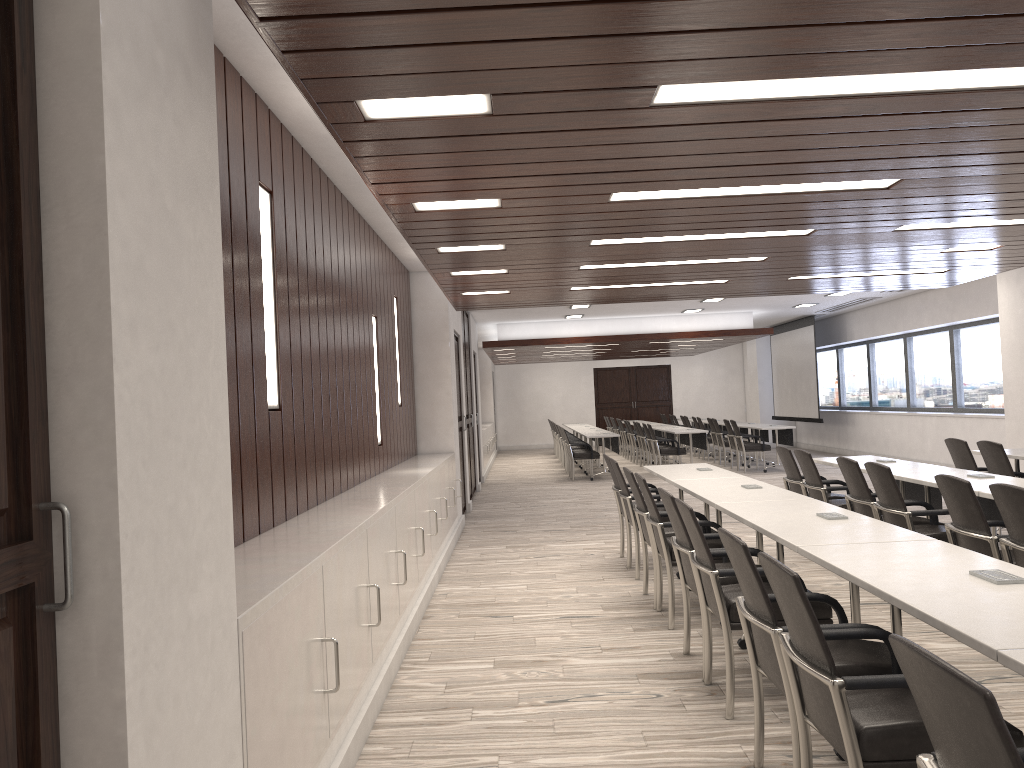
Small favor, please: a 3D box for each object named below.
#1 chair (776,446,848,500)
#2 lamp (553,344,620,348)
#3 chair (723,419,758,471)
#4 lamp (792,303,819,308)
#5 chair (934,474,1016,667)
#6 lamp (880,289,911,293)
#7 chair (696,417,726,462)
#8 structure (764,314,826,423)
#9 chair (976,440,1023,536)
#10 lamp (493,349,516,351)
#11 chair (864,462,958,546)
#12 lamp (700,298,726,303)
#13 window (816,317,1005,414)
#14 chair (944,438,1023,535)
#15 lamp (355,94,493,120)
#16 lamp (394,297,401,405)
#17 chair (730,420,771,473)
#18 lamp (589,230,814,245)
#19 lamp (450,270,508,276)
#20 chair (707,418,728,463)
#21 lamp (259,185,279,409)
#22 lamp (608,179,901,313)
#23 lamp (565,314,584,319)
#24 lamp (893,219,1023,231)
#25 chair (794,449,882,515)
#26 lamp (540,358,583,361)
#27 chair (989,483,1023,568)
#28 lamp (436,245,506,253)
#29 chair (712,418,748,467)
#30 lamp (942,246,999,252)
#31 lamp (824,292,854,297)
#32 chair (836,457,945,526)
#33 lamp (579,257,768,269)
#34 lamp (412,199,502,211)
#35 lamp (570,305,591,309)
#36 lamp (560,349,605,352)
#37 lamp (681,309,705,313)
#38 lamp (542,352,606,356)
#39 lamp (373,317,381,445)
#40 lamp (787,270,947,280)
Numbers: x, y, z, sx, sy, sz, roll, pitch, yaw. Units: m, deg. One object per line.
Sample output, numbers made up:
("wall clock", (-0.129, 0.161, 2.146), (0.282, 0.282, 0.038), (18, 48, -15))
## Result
("chair", (2.656, 0.991, 7.676), (0.638, 0.939, 0.513), (-3, -1, 0))
("lamp", (1.386, -0.773, 17.511), (1.496, 0.045, 0.236), (-3, -1, 1))
("chair", (4.228, 1.097, 16.237), (0.638, 0.939, 0.513), (-3, -1, 0))
("lamp", (5.285, -1.466, 15.974), (0.324, 0.120, 0.519), (-3, -1, 1))
("chair", (2.614, 0.929, 4.636), (0.638, 0.939, 0.513), (-3, -1, 1))
("lamp", (4.956, -1.383, 8.507), (1.499, 0.552, 12.001), (-3, -1, 17))
("chair", (4.254, 1.148, 18.752), (0.638, 0.939, 0.513), (-3, -1, 1))
("structure", (6.251, -0.335, 19.754), (0.438, 2.329, 3.550), (-3, -1, 1))
("chair", (4.153, 0.909, 7.136), (0.638, 0.939, 0.513), (-3, -1, 1))
("lamp", (-0.158, -0.700, 17.525), (0.464, 0.045, 0.236), (-3, -1, 1))
("chair", (2.625, 0.950, 5.623), (0.638, 0.939, 0.513), (-3, -1, 0))
("lamp", (3.239, -1.405, 14.282), (0.324, 0.120, 0.519), (-3, -1, 1))
("window", (7.286, -0.211, 16.235), (0.118, 1.419, 10.452), (-3, -1, 1))
("chair", (4.142, 0.921, 7.657), (0.638, 0.939, 0.513), (-3, -1, 1))
("lamp", (-0.304, -0.995, 3.112), (0.464, 0.045, 0.236), (-3, -1, 1))
("lamp", (-1.168, -0.317, 8.637), (0.094, 1.058, 0.236), (-3, -1, 1))
("chair", (4.223, 1.086, 15.715), (0.638, 0.939, 0.513), (-3, -1, 1))
("lamp", (1.269, -1.009, 5.957), (1.496, 0.045, 0.236), (-3, -1, 1))
("lamp", (-0.264, -0.914, 7.071), (0.464, 0.045, 0.236), (-3, -1, 1))
("chair", (4.260, 1.127, 17.761), (0.638, 0.939, 0.513), (-3, -1, 0))
("lamp", (-1.213, -0.408, 4.238), (0.094, 1.058, 0.236), (-3, -1, 1))
("lamp", (3.912, -1.285, 10.843), (1.469, 0.552, 14.295), (-3, -1, 23))
("lamp", (1.120, -1.269, 16.013), (0.324, 0.120, 0.519), (-3, -1, 1))
("lamp", (3.327, -1.107, 5.938), (1.496, 0.045, 0.236), (-3, -1, 1))
("chair", (2.648, 0.981, 7.148), (0.638, 0.939, 0.513), (-3, -1, 0))
("lamp", (1.440, -0.664, 22.789), (1.496, 0.045, 0.236), (-3, -1, 1))
("chair", (2.627, 0.918, 4.106), (0.638, 0.939, 0.513), (-3, -1, 0))
("lamp", (-0.275, -0.936, 5.971), (0.464, 0.045, 0.236), (-3, -1, 1))
("chair", (4.238, 1.117, 17.239), (0.638, 0.939, 0.513), (-3, -1, 1))
("lamp", (3.641, -1.098, 7.035), (0.421, 0.046, 0.236), (-3, -1, 1))
("lamp", (5.268, -1.501, 14.264), (0.324, 0.120, 0.519), (-3, -1, 1))
("chair", (2.632, 0.960, 6.146), (0.638, 0.939, 0.513), (-3, -1, 0))
("lamp", (1.280, -0.987, 7.056), (1.496, 0.045, 0.236), (-3, -1, 1))
("lamp", (-0.288, -0.964, 4.651), (0.464, 0.045, 0.236), (-3, -1, 1))
("lamp", (1.103, -1.304, 14.302), (0.324, 0.120, 0.519), (-3, -1, 1))
("lamp", (1.402, -0.741, 19.050), (1.496, 0.045, 0.236), (-3, -1, 1))
("lamp", (3.256, -1.370, 15.993), (0.324, 0.120, 0.519), (-3, -1, 1))
("lamp", (1.415, -0.714, 20.370), (1.496, 0.045, 0.236), (-3, -1, 1))
("lamp", (-1.167, -0.026, 7.311), (0.094, 1.058, 0.236), (-3, -1, 1))
("lamp", (3.352, -1.057, 8.357), (1.496, 0.045, 0.236), (-3, -1, 1))
